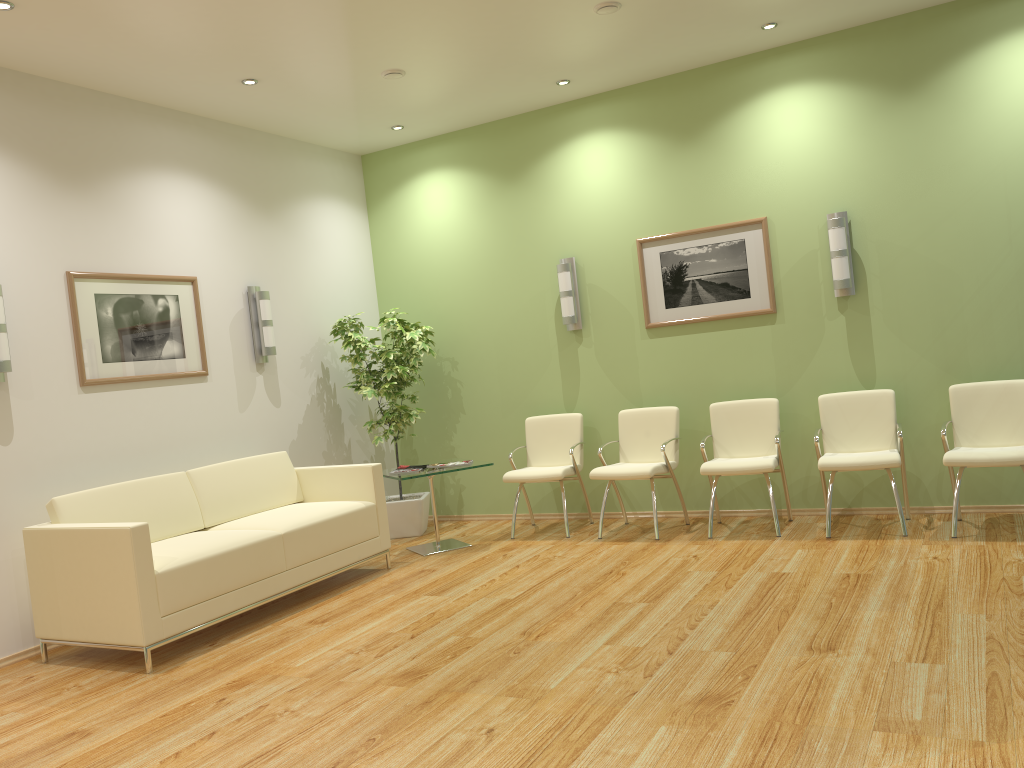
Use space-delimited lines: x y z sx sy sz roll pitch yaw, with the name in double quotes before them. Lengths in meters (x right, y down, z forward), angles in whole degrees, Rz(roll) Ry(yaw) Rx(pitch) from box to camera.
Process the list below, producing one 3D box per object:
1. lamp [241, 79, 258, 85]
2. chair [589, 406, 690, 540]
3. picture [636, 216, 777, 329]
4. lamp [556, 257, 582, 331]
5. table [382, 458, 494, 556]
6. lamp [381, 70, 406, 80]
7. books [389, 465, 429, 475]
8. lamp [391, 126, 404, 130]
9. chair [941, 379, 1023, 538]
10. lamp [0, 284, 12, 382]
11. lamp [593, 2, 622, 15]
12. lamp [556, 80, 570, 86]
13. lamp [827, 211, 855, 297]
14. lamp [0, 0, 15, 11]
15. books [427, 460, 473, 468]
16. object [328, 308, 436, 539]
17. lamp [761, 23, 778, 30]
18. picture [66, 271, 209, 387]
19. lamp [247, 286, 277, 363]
"lamp" -1.713 -1.971 5.795 0.105 0.011 0.105 -7 2 -28
"chair" 0.931 0.640 6.514 0.536 0.881 0.650 -5 2 33
"picture" 1.434 -0.817 6.635 1.000 0.700 0.025 -6 2 28
"lamp" 0.451 -0.719 7.100 0.134 0.580 0.142 -6 2 28
"table" -0.587 0.938 6.730 0.736 0.614 0.736 -7 2 -27
"lamp" -0.796 -2.070 5.957 0.167 0.024 0.167 -7 1 -11
"books" -0.771 0.635 6.664 0.230 0.031 0.328 -6 1 9
"lamp" -0.936 -2.093 7.255 0.105 0.011 0.105 -7 2 -36
"chair" 2.945 0.444 5.421 0.536 0.881 0.650 -5 2 33
"lamp" -2.842 -0.298 4.847 0.142 0.580 0.134 -6 2 28
"lamp" 0.563 -2.203 5.221 0.167 0.024 0.167 -7 1 -11
"lamp" 0.379 -2.222 6.543 0.105 0.011 0.105 -6 1 9
"lamp" 2.263 -0.896 6.120 0.134 0.580 0.142 -6 2 28
"lamp" -2.491 -1.849 4.336 0.105 0.011 0.105 -7 2 -28
"books" -0.466 0.601 6.695 0.328 0.031 0.230 -6 1 4
"object" -0.986 0.319 7.362 0.668 1.900 0.943 -5 2 36
"lamp" 1.693 -2.350 5.832 0.105 0.011 0.105 -6 1 9
"picture" -2.406 -0.370 5.788 0.025 0.700 1.000 -6 2 28
"lamp" -1.872 -0.451 6.667 0.142 0.580 0.134 -6 2 28
